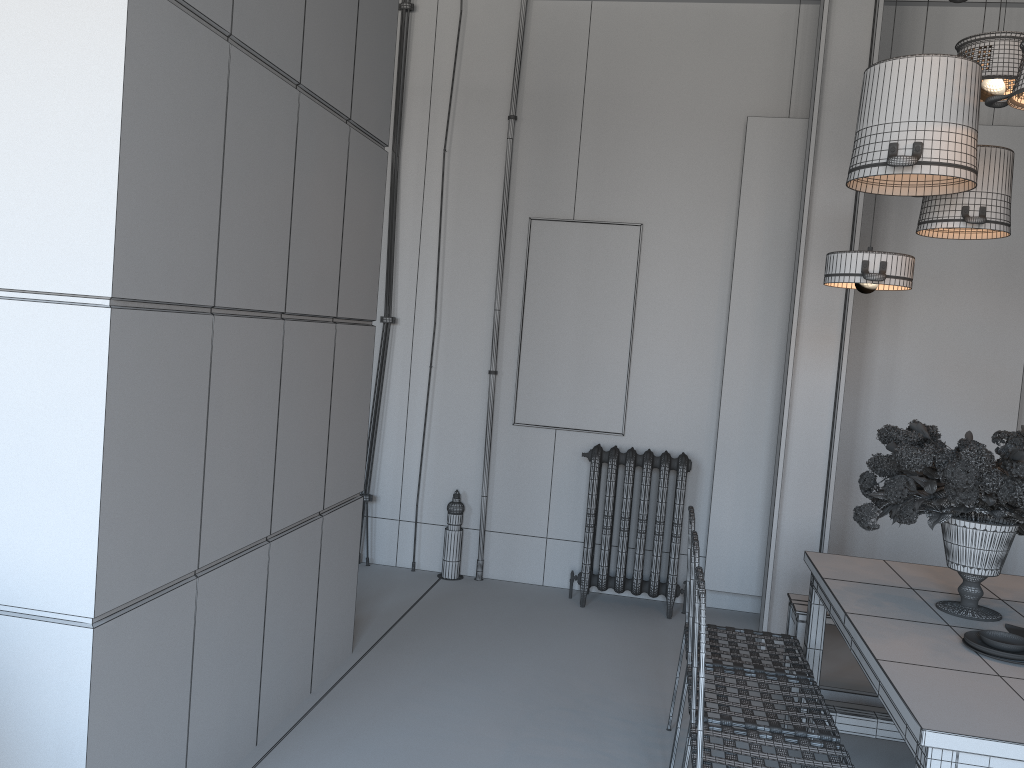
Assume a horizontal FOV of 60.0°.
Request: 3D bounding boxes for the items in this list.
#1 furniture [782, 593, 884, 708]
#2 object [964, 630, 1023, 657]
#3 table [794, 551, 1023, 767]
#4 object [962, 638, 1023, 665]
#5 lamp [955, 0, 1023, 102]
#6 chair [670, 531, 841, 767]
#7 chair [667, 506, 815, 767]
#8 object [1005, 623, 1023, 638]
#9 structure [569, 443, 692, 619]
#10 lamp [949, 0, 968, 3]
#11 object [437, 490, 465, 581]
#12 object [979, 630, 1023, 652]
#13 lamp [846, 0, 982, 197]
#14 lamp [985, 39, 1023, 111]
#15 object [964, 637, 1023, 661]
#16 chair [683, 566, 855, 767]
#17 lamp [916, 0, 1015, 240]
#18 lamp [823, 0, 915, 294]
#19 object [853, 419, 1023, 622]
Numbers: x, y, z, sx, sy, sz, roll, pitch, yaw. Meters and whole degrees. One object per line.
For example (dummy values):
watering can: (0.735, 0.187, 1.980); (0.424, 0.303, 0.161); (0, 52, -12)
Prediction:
furniture: (1.890, 1.302, 4.016); (1.260, 0.478, 0.300); (5, 3, 10)
object: (1.448, 0.773, 2.611); (0.211, 0.024, 0.211); (2, 4, -38)
table: (1.660, 1.207, 2.804); (1.239, 0.819, 1.784); (5, 3, 10)
object: (1.452, 0.786, 2.604); (0.236, 0.015, 0.236); (4, 3, -18)
lamp: (1.766, -1.561, 3.179); (0.301, 1.094, 0.359); (6, 4, 28)
chair: (0.804, 1.018, 2.957); (0.488, 0.975, 0.474); (5, 3, 10)
chair: (0.891, 0.997, 3.445); (0.488, 0.975, 0.474); (5, 3, 10)
object: (1.657, 0.792, 2.764); (0.182, 0.016, 0.179); (5, 3, 15)
structure: (0.747, 0.894, 5.429); (0.733, 1.007, 0.328); (5, 3, 10)
lamp: (1.388, -1.676, 2.688); (0.392, 0.870, 0.346); (3, 3, -20)
object: (-0.369, 1.007, 5.776); (0.206, 0.647, 0.173); (1, 5, -45)
object: (1.461, 0.767, 2.633); (0.135, 0.029, 0.135); (5, 3, 2)
lamp: (1.428, -1.402, 3.014); (0.470, 1.447, 0.415); (3, 3, -20)
lamp: (1.647, -1.427, 2.525); (0.359, 1.306, 0.301); (5, 3, 3)
object: (1.447, 0.779, 2.612); (0.211, 0.024, 0.211); (6, 4, 29)
chair: (0.715, 1.039, 2.456); (0.488, 0.975, 0.474); (5, 3, 10)
lamp: (1.763, -1.338, 3.305); (0.364, 1.553, 0.322); (2, 4, -35)
lamp: (1.453, -1.246, 3.407); (0.323, 1.798, 0.404); (3, 3, -22)
object: (1.547, 0.447, 2.999); (0.782, 0.654, 0.697); (5, 3, 12)
